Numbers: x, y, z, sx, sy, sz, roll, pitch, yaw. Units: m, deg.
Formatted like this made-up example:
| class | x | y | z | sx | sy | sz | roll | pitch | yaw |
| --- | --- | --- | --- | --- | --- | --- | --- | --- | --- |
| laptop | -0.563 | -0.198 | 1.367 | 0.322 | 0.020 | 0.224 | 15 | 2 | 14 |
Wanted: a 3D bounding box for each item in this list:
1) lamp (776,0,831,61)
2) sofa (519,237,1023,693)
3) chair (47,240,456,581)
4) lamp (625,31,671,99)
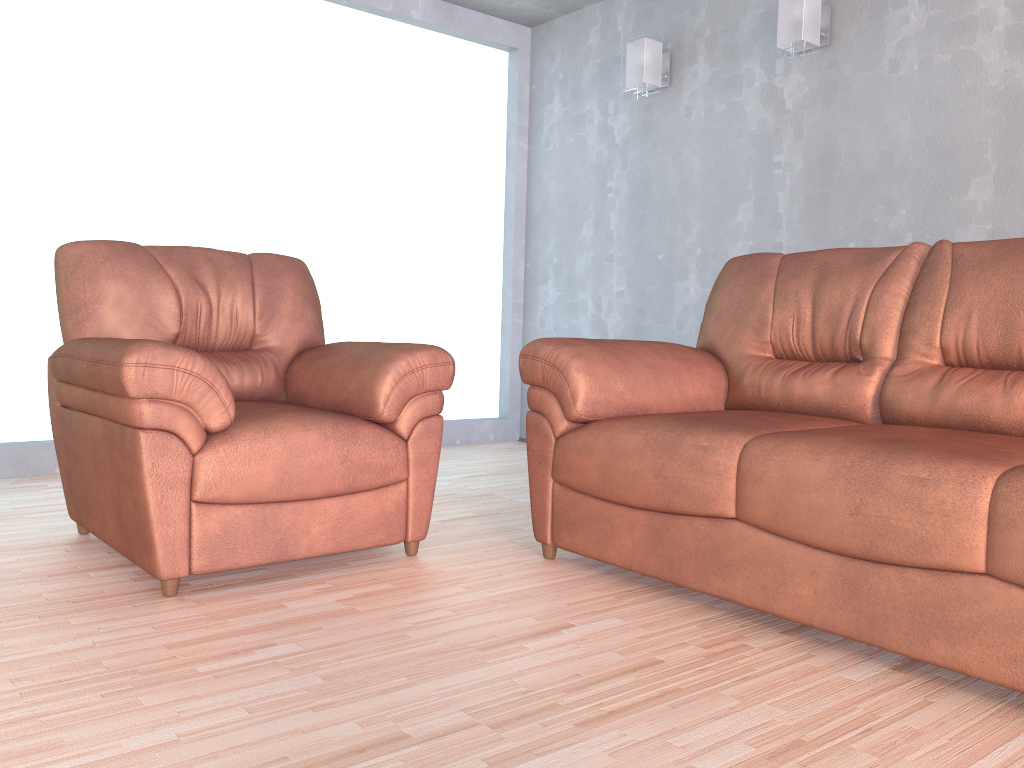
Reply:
| class | x | y | z | sx | sy | sz | roll | pitch | yaw |
| --- | --- | --- | --- | --- | --- | --- | --- | --- | --- |
| lamp | 1.233 | -1.536 | 3.765 | 0.177 | 0.319 | 0.165 | -1 | 4 | -39 |
| sofa | 1.061 | 0.070 | 2.127 | 0.981 | 0.923 | 2.202 | -1 | 4 | -39 |
| chair | -0.814 | 0.006 | 2.683 | 0.970 | 0.879 | 0.936 | -1 | 5 | -40 |
| lamp | 0.674 | -1.593 | 4.448 | 0.168 | 0.319 | 0.165 | -1 | 4 | -39 |
